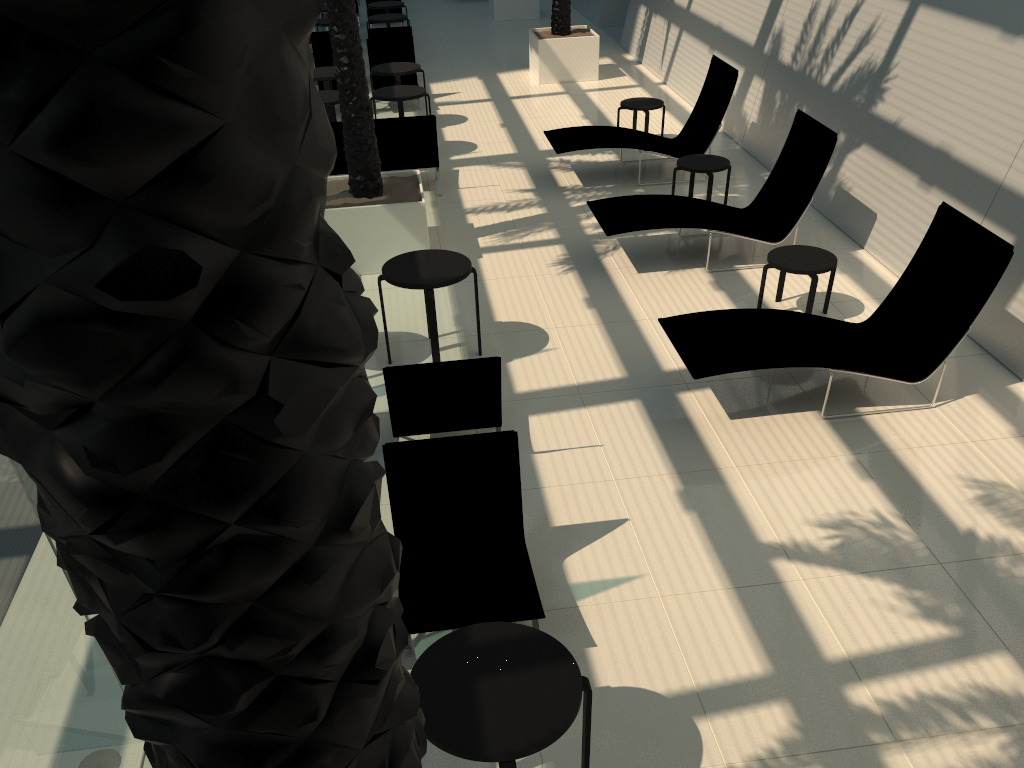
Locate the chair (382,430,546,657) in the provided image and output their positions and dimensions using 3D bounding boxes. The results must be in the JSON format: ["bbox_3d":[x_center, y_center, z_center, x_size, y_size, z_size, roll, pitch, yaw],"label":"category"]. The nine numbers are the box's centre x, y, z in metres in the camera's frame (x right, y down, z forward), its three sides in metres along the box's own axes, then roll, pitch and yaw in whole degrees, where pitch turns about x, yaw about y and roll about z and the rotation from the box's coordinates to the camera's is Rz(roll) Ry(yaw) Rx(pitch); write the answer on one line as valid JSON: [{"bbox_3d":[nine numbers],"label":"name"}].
[{"bbox_3d":[-0.247,0.879,4.494,0.715,0.962,0.815,-6,35,-5],"label":"chair"}]

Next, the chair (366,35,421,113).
[{"bbox_3d":[-1.782,-4.664,13.178,0.715,0.962,0.815,-6,35,-5],"label":"chair"}]

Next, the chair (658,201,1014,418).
[{"bbox_3d":[2.154,-0.487,6.167,2.033,1.254,0.847,-6,35,-5],"label":"chair"}]

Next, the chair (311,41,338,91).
[{"bbox_3d":[-2.705,-4.575,13.101,0.715,0.962,0.815,-6,35,-5],"label":"chair"}]

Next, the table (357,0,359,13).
[{"bbox_3d":[-3.896,-8.773,19.792,0.666,0.846,0.637,17,39,26],"label":"table"}]

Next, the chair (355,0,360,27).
[{"bbox_3d":[-3.692,-8.191,18.765,0.715,0.962,0.815,-6,35,-5],"label":"chair"}]

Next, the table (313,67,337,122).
[{"bbox_3d":[-2.550,-3.946,12.230,0.662,0.846,0.641,20,41,29],"label":"table"}]

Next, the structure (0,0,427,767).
[{"bbox_3d":[-0.385,-0.318,0.246,4.364,7.594,4.512,-19,38,-23],"label":"structure"}]

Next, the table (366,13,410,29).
[{"bbox_3d":[-2.168,-6.092,15.527,0.666,0.846,0.637,17,39,26],"label":"table"}]

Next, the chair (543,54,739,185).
[{"bbox_3d":[1.443,-3.055,10.191,2.033,1.254,0.847,-6,35,-5],"label":"chair"}]

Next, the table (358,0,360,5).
[{"bbox_3d":[-4.107,-9.569,21.039,0.662,0.846,0.641,20,41,29],"label":"table"}]

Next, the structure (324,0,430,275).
[{"bbox_3d":[-1.468,-4.324,6.522,4.796,7.594,4.101,-10,36,-10],"label":"structure"}]

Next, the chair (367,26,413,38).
[{"bbox_3d":[-1.999,-5.500,14.486,0.715,0.962,0.815,-6,35,-5],"label":"chair"}]

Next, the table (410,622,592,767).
[{"bbox_3d":[-0.055,1.504,3.626,0.657,0.846,0.645,24,42,32],"label":"table"}]

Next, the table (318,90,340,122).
[{"bbox_3d":[-2.364,-3.242,11.126,0.666,0.846,0.637,17,39,26],"label":"table"}]

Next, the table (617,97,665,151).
[{"bbox_3d":[1.674,-3.377,11.326,0.542,0.561,0.519,17,39,26],"label":"table"}]

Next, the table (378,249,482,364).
[{"bbox_3d":[-0.633,-0.549,6.842,0.666,0.846,0.637,17,39,26],"label":"table"}]

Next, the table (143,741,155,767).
[{"bbox_3d":[-1.015,1.597,3.545,0.657,0.846,0.645,24,42,32],"label":"table"}]

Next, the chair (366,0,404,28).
[{"bbox_3d":[-2.550,-7.439,17.524,0.715,0.962,0.815,-6,35,-5],"label":"chair"}]

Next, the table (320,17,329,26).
[{"bbox_3d":[-3.128,-5.999,15.446,0.666,0.846,0.637,17,39,26],"label":"table"}]

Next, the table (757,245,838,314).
[{"bbox_3d":[2.385,-0.808,7.302,0.539,0.561,0.522,20,40,29],"label":"table"}]

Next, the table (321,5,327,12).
[{"bbox_3d":[-3.318,-6.720,16.576,0.662,0.846,0.641,20,41,29],"label":"table"}]

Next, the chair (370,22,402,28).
[{"bbox_3d":[-2.768,-8.281,18.842,0.715,0.962,0.815,-6,35,-5],"label":"chair"}]

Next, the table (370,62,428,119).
[{"bbox_3d":[-1.590,-4.039,12.310,0.662,0.846,0.641,20,41,29],"label":"table"}]

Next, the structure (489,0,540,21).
[{"bbox_3d":[-0.169,-11.146,17.184,4.546,7.392,4.015,-19,38,-22],"label":"structure"}]

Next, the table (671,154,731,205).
[{"bbox_3d":[2.024,-2.112,9.345,0.539,0.561,0.522,20,40,29],"label":"table"}]

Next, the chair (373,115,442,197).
[{"bbox_3d":[-1.239,-2.755,10.186,0.715,0.962,0.815,-6,35,-5],"label":"chair"}]

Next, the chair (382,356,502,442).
[{"bbox_3d":[-0.464,0.043,5.802,0.715,0.962,0.815,-6,35,-5],"label":"chair"}]

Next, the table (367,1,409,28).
[{"bbox_3d":[-2.358,-6.813,16.656,0.662,0.846,0.641,20,41,29],"label":"table"}]

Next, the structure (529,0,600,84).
[{"bbox_3d":[0.851,-8.242,12.560,4.225,7.458,4.318,14,38,22],"label":"structure"}]

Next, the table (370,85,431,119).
[{"bbox_3d":[-1.404,-3.335,11.207,0.666,0.846,0.637,17,39,26],"label":"table"}]

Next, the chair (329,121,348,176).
[{"bbox_3d":[-2.162,-2.666,10.109,0.715,0.962,0.815,-6,35,-5],"label":"chair"}]

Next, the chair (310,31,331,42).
[{"bbox_3d":[-2.922,-5.411,14.409,0.715,0.962,0.815,-6,35,-5],"label":"chair"}]

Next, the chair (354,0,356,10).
[{"bbox_3d":[-3.474,-7.349,17.447,0.715,0.962,0.815,-6,35,-5],"label":"chair"}]

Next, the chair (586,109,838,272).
[{"bbox_3d":[1.793,-1.791,8.210,2.033,1.254,0.847,-6,35,-5],"label":"chair"}]
